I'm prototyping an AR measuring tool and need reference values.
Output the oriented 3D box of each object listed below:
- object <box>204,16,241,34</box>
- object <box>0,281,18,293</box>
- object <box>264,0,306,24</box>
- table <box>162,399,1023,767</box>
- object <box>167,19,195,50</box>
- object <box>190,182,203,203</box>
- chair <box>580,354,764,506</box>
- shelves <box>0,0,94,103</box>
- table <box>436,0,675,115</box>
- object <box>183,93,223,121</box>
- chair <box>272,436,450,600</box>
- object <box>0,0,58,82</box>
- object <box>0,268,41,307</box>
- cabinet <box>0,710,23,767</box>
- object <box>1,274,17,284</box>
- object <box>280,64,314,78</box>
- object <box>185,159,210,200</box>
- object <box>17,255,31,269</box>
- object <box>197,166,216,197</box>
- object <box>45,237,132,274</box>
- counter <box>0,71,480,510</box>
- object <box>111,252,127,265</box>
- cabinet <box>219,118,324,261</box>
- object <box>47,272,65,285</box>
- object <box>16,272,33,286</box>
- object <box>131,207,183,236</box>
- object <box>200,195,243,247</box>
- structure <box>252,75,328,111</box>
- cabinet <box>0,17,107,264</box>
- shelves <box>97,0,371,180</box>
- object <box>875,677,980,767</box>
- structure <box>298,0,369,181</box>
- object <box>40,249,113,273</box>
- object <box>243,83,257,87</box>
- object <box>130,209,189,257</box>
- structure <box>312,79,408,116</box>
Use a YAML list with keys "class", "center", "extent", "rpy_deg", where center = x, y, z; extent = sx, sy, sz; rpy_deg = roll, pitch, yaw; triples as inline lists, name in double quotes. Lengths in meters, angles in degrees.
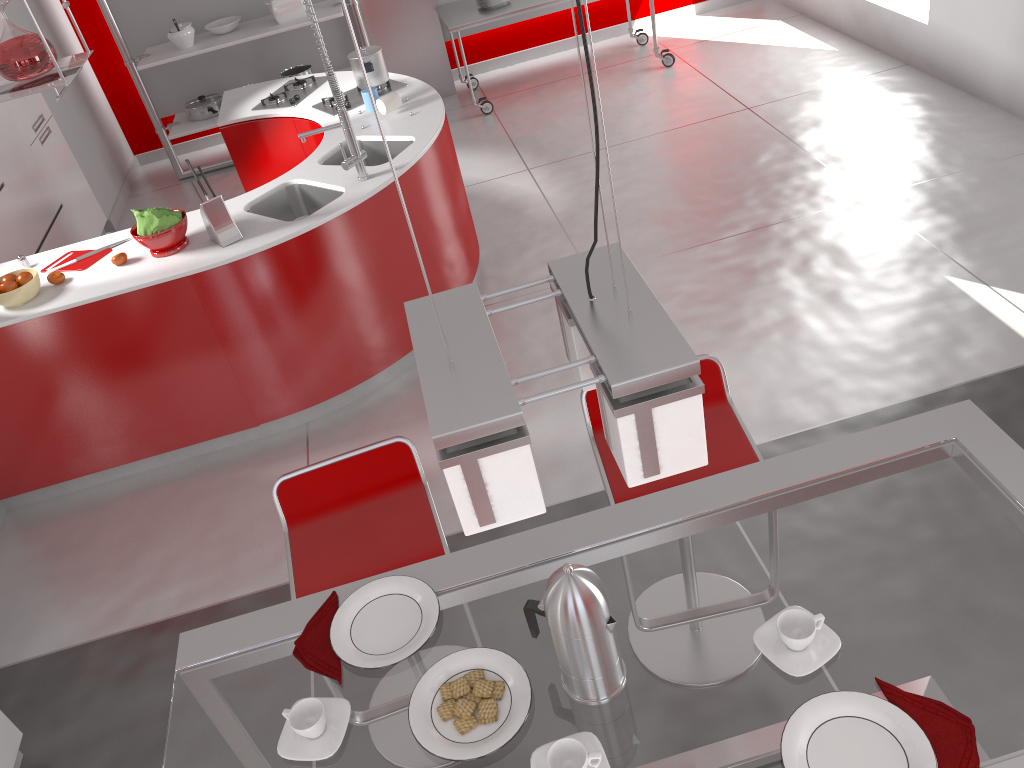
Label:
- class: "object"
  center: [-2.087, -2.588, 6.433]
  extent: [0.272, 0.072, 0.272]
  rpy_deg: [22, 49, 39]
- class: "object"
  center: [-1.972, -0.382, 3.479]
  extent: [0.065, 0.052, 0.062]
  rpy_deg: [-25, 38, -15]
- class: "object"
  center: [-1.618, -2.719, 6.346]
  extent: [0.282, 0.197, 0.235]
  rpy_deg: [-22, 37, -11]
- class: "table"
  center: [0.324, 0.881, 1.798]
  extent: [1.700, 1.000, 0.800]
  rpy_deg: [-16, 36, -3]
- class: "object"
  center: [-2.340, -2.484, 6.259]
  extent: [0.192, 0.214, 0.192]
  rpy_deg: [-24, 37, -13]
- class: "object"
  center: [-1.220, -0.705, 3.515]
  extent: [0.009, 0.197, 0.091]
  rpy_deg: [-35, 41, -25]
- class: "chair"
  center: [0.480, 0.406, 2.498]
  extent: [0.418, 0.857, 0.460]
  rpy_deg: [-13, 36, 1]
- class: "shelves"
  center: [-2.102, -1.389, 2.930]
  extent: [0.934, 1.023, 0.462]
  rpy_deg: [-16, 36, -3]
- class: "table"
  center: [0.323, -2.655, 6.762]
  extent: [1.627, 0.682, 0.749]
  rpy_deg: [-15, 36, -2]
- class: "object"
  center: [-2.313, -2.073, 6.639]
  extent: [0.308, 0.130, 0.407]
  rpy_deg: [-12, 36, 3]
- class: "chair"
  center: [-0.323, 0.634, 2.464]
  extent: [0.418, 0.857, 0.460]
  rpy_deg: [-19, 36, -6]
- class: "object"
  center: [-1.764, -1.223, 3.152]
  extent: [0.213, 0.266, 0.213]
  rpy_deg: [1, 39, 20]
- class: "object"
  center: [-1.960, -0.370, 3.511]
  extent: [0.201, 0.086, 0.201]
  rpy_deg: [-15, 36, -2]
- class: "cabinet"
  center: [-1.730, 1.425, 1.866]
  extent: [0.610, 0.880, 1.802]
  rpy_deg: [-16, 36, -3]
- class: "object"
  center: [-1.997, -0.411, 3.527]
  extent: [0.066, 0.049, 0.062]
  rpy_deg: [-18, 36, -5]
- class: "object"
  center: [-1.588, -2.268, 6.629]
  extent: [0.240, 0.161, 0.259]
  rpy_deg: [-26, 38, -16]
- class: "object"
  center: [-1.208, -0.732, 3.524]
  extent: [0.014, 0.322, 0.150]
  rpy_deg: [-35, 41, -25]
- class: "object"
  center: [-2.070, -0.517, 3.757]
  extent: [0.043, 0.066, 0.042]
  rpy_deg: [-8, 37, 8]
- class: "object"
  center: [-1.178, -0.730, 3.539]
  extent: [0.012, 0.279, 0.130]
  rpy_deg: [-35, 41, -25]
- class: "object"
  center: [-1.784, -0.549, 3.742]
  extent: [0.375, 0.008, 0.041]
  rpy_deg: [-31, 39, -21]
- class: "counter"
  center: [-1.262, -0.594, 4.390]
  extent: [1.868, 0.880, 2.865]
  rpy_deg: [5, 40, 24]
- class: "object"
  center: [-1.595, -0.509, 3.602]
  extent: [0.064, 0.048, 0.063]
  rpy_deg: [-30, 39, -20]
- class: "cabinet"
  center: [-1.535, -0.568, 4.392]
  extent: [1.025, 0.761, 1.875]
  rpy_deg: [14, 45, 33]
- class: "object"
  center: [-1.836, -0.425, 3.575]
  extent: [0.065, 0.047, 0.063]
  rpy_deg: [-16, 36, -3]
- class: "object"
  center: [-1.932, -0.418, 3.514]
  extent: [0.066, 0.049, 0.062]
  rpy_deg: [-11, 36, 4]
- class: "object"
  center: [-1.416, -0.650, 3.580]
  extent: [0.198, 0.182, 0.193]
  rpy_deg: [-13, 36, 2]
- class: "object"
  center: [-1.177, -0.662, 3.550]
  extent: [0.091, 0.178, 0.137]
  rpy_deg: [-33, 40, -24]
- class: "structure"
  center: [-1.249, -1.670, 5.035]
  extent: [0.303, 0.037, 0.457]
  rpy_deg: [2, 39, 21]
- class: "cabinet"
  center: [-3.095, -1.131, 4.745]
  extent: [0.614, 2.026, 2.398]
  rpy_deg: [-16, 36, -3]
- class: "shelves"
  center: [-2.022, -2.842, 6.171]
  extent: [1.735, 2.599, 0.535]
  rpy_deg: [-16, 36, -3]
- class: "object"
  center: [0.644, 0.518, 1.316]
  extent: [0.095, 0.012, 0.234]
  rpy_deg: [-17, 36, -4]
- class: "structure"
  center: [-0.778, -1.260, 3.585]
  extent: [0.178, 0.920, 0.308]
  rpy_deg: [12, 44, 31]
- class: "object"
  center: [-1.831, -0.519, 3.729]
  extent: [0.266, 0.006, 0.168]
  rpy_deg: [0, 39, 19]
- class: "object"
  center: [-1.955, -2.154, 6.634]
  extent: [0.196, 0.122, 0.182]
  rpy_deg: [16, 46, 35]
- class: "object"
  center: [-1.415, -0.605, 3.610]
  extent: [0.229, 0.118, 0.228]
  rpy_deg: [-34, 41, -25]
- class: "structure"
  center: [-0.819, -1.556, 4.740]
  extent: [0.457, 0.037, 0.303]
  rpy_deg: [-32, 40, -22]
